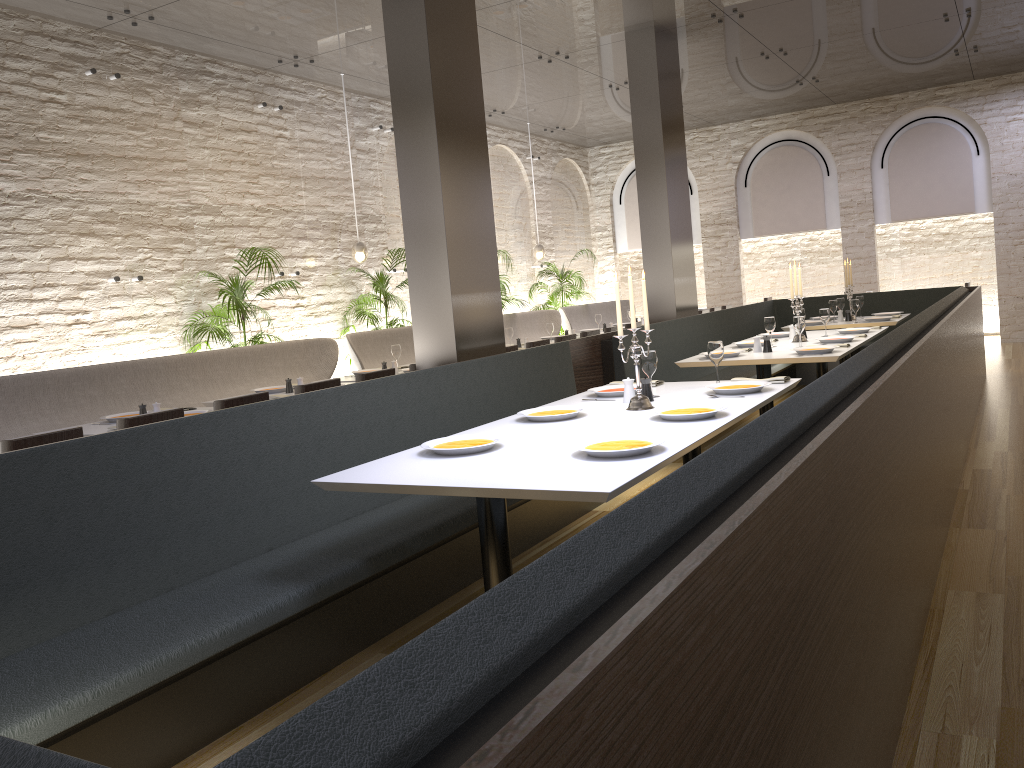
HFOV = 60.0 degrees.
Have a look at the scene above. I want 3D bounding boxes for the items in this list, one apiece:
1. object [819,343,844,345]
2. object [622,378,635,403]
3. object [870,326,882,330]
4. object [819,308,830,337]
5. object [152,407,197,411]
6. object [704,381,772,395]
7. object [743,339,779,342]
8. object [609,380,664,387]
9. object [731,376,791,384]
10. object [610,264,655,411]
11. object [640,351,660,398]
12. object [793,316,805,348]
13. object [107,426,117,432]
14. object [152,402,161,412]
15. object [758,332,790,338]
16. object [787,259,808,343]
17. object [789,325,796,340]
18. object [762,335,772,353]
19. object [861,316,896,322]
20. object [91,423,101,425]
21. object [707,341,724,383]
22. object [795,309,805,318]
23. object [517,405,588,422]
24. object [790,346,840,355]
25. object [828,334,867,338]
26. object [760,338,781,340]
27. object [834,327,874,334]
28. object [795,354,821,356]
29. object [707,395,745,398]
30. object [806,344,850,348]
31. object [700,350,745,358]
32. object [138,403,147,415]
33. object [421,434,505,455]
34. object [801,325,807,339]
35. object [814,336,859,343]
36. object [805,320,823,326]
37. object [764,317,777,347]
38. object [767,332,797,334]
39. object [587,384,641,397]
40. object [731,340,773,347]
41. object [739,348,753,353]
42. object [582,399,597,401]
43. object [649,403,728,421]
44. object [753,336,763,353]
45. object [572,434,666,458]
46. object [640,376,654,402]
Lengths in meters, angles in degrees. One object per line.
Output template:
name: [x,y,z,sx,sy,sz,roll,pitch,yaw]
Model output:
object: [2.354,-0.300,6.534,0.181,0.015,0.038,-2,6,31]
object: [0.567,0.031,4.288,0.068,0.126,0.069,-3,4,24]
object: [3.069,-0.483,7.729,0.272,0.033,0.143,-2,6,30]
object: [2.591,-0.507,7.329,0.086,0.230,0.087,-2,5,42]
object: [-2.237,0.171,5.868,0.272,0.033,0.143,-2,6,30]
object: [1.105,0.022,4.333,0.323,0.036,0.321,-10,7,-40]
object: [2.049,-0.353,7.328,0.272,0.033,0.143,-2,6,30]
object: [0.697,-0.003,4.951,0.272,0.033,0.143,-2,6,30]
object: [1.293,-0.021,4.609,0.272,0.033,0.143,-2,6,30]
object: [0.556,-0.213,4.020,0.131,0.655,0.391,-2,5,41]
object: [0.686,-0.048,4.410,0.086,0.230,0.087,-2,5,42]
object: [2.100,-0.378,6.466,0.086,0.230,0.086,-6,4,-18]
object: [-2.135,0.249,5.001,0.272,0.033,0.143,-2,6,30]
object: [-2.164,0.165,5.403,0.059,0.109,0.059,-4,4,22]
object: [2.323,-0.426,7.755,0.321,0.036,0.323,-2,6,25]
object: [2.253,-0.660,7.001,0.131,0.655,0.391,-2,5,41]
object: [2.331,-0.430,7.360,0.068,0.126,0.069,-3,4,24]
object: [1.827,-0.285,6.345,0.069,0.126,0.069,-7,4,-29]
object: [3.605,-0.636,8.727,0.321,0.036,0.323,-4,6,6]
object: [-2.515,0.243,5.425,0.185,0.010,0.017,-2,6,30]
object: [1.080,-0.109,4.673,0.086,0.230,0.087,-2,5,42]
object: [2.511,-0.538,7.706,0.086,0.230,0.087,-2,5,42]
object: [0.182,0.137,3.992,0.321,0.036,0.323,-4,6,6]
object: [2.045,-0.226,5.986,0.321,0.036,0.323,-4,6,6]
object: [2.645,-0.371,6.985,0.272,0.033,0.143,-2,6,30]
object: [2.213,-0.388,7.577,0.185,0.010,0.017,-2,6,30]
object: [2.872,-0.443,7.437,0.321,0.036,0.323,-2,6,25]
object: [1.948,-0.193,5.821,0.181,0.015,0.038,-2,6,31]
object: [1.002,0.056,4.158,0.181,0.015,0.038,-2,6,31]
object: [2.240,-0.264,6.273,0.272,0.033,0.143,-2,6,30]
object: [1.497,-0.209,6.303,0.321,0.036,0.323,-2,6,28]
object: [-2.247,0.173,5.398,0.059,0.109,0.059,-4,4,22]
object: [-0.184,0.234,3.350,0.321,0.036,0.323,-4,6,6]
object: [2.401,-0.432,7.317,0.068,0.126,0.069,-3,4,24]
object: [2.453,-0.333,6.701,0.323,0.036,0.321,-10,7,-40]
object: [3.057,-0.620,9.045,0.321,0.036,0.323,-4,6,6]
object: [1.969,-0.395,6.754,0.086,0.230,0.087,-3,4,30]
object: [2.473,-0.464,8.072,0.272,0.033,0.143,-2,6,30]
object: [0.556,0.039,4.650,0.323,0.036,0.321,-10,7,-40]
object: [1.904,-0.316,7.019,0.323,0.036,0.321,-10,7,-40]
object: [1.644,-0.246,6.615,0.272,0.033,0.143,-2,6,30]
object: [0.437,0.079,4.457,0.185,0.010,0.017,-2,6,30]
object: [0.731,0.121,3.675,0.321,0.036,0.323,-4,6,6]
object: [1.781,-0.289,6.428,0.069,0.126,0.069,-8,5,-37]
object: [0.365,0.217,3.032,0.321,0.036,0.323,-4,6,6]
object: [0.647,0.026,4.270,0.068,0.126,0.069,-3,4,24]
